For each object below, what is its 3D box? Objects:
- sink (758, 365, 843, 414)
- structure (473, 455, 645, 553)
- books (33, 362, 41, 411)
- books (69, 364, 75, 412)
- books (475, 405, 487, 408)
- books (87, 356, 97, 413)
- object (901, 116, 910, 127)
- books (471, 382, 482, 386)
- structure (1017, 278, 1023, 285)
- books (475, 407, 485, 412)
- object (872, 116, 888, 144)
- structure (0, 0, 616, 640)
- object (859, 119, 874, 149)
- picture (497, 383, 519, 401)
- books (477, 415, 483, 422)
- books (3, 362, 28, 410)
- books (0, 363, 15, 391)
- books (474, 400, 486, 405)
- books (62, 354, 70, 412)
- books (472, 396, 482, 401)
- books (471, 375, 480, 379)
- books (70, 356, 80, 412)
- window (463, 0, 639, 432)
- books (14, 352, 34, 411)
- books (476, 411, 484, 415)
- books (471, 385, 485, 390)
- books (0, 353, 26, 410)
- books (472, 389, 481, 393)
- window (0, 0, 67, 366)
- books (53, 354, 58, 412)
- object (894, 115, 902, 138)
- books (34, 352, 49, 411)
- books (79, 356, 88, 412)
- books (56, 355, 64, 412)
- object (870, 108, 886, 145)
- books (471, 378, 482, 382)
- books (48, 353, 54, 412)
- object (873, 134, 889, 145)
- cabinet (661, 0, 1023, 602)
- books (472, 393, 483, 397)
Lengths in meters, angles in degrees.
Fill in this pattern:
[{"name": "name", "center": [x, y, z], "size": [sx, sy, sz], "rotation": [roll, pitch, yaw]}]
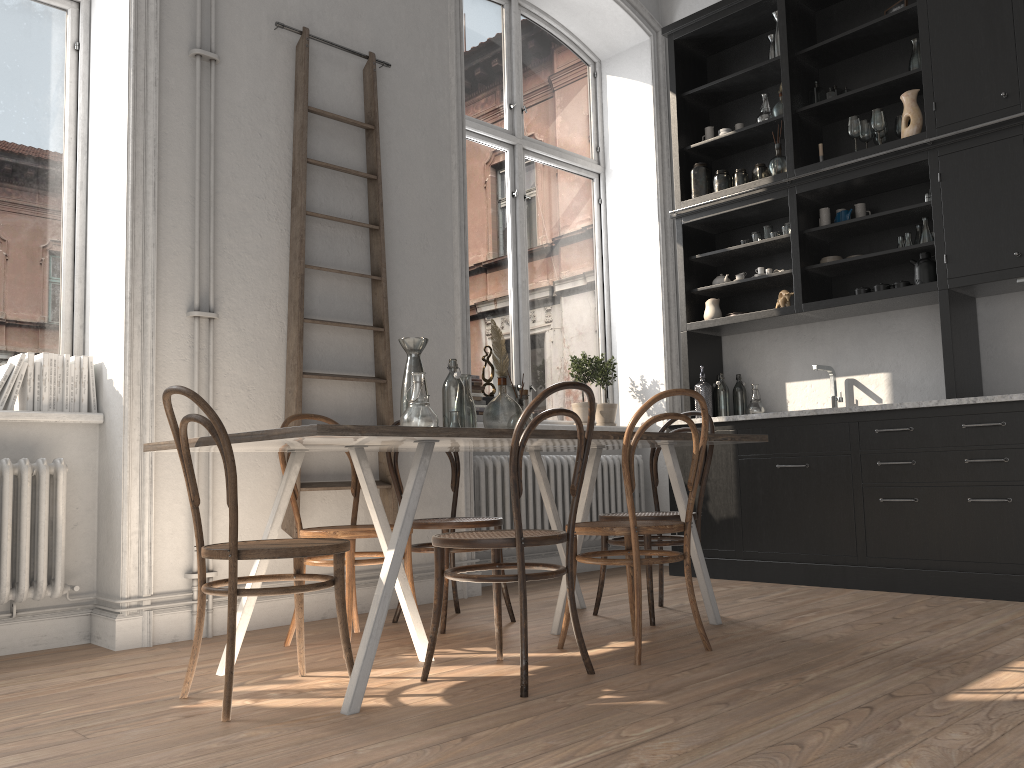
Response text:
[{"name": "sink", "center": [1.764, 0.135, 5.152], "size": [0.514, 0.504, 0.526], "rotation": [4, -8, -44]}, {"name": "structure", "center": [0.293, 0.721, 5.547], "size": [1.578, 0.552, 0.194], "rotation": [4, -8, -44]}, {"name": "books", "center": [-1.977, 0.019, 3.655], "size": [0.020, 0.205, 0.155], "rotation": [4, -8, -44]}, {"name": "books", "center": [-1.884, 0.026, 3.745], "size": [0.020, 0.205, 0.155], "rotation": [4, -8, -44]}, {"name": "books", "center": [-0.306, 0.136, 5.257], "size": [0.255, 0.014, 0.193], "rotation": [4, -8, -41]}, {"name": "books", "center": [-1.827, 0.011, 3.801], "size": [0.040, 0.244, 0.174], "rotation": [4, -8, -44]}, {"name": "object", "center": [2.185, -1.395, 4.914], "size": [0.046, 0.186, 0.046], "rotation": [-3, -6, 18]}, {"name": "books", "center": [-0.315, 0.003, 5.261], "size": [0.231, 0.023, 0.163], "rotation": [2, -7, -28]}, {"name": "structure", "center": [2.895, -0.550, 4.170], "size": [0.379, 0.123, 0.844], "rotation": [4, -8, -44]}, {"name": "books", "center": [-0.302, 0.153, 5.238], "size": [0.249, 0.023, 0.175], "rotation": [4, -8, -43]}, {"name": "object", "center": [2.084, -1.401, 5.011], "size": [0.083, 0.221, 0.083], "rotation": [-7, -8, 45]}, {"name": "structure", "center": [-1.026, -1.127, 4.379], "size": [5.183, 4.470, 0.340], "rotation": [4, -8, -44]}, {"name": "object", "center": [2.027, -1.393, 5.070], "size": [0.083, 0.221, 0.083], "rotation": [-6, -7, 38]}, {"name": "picture", "center": [-0.035, 0.134, 5.583], "size": [0.149, 0.264, 0.222], "rotation": [-5, -6, 29]}, {"name": "books", "center": [-0.303, 0.209, 5.232], "size": [0.248, 0.043, 0.192], "rotation": [4, -8, -44]}, {"name": "books", "center": [-2.030, 0.016, 3.604], "size": [0.072, 0.203, 0.155], "rotation": [4, -8, -44]}, {"name": "books", "center": [-2.078, 0.016, 3.561], "size": [0.155, 0.194, 0.105], "rotation": [-7, -8, 45]}, {"name": "books", "center": [-0.309, 0.115, 5.259], "size": [0.193, 0.028, 0.245], "rotation": [-7, -8, 41]}, {"name": "books", "center": [-1.900, 0.006, 3.730], "size": [0.019, 0.243, 0.174], "rotation": [4, -8, -44]}, {"name": "books", "center": [-0.303, 0.091, 5.262], "size": [0.205, 0.022, 0.155], "rotation": [2, -7, -30]}, {"name": "books", "center": [-0.317, -0.038, 5.277], "size": [0.159, 0.024, 0.201], "rotation": [-6, -7, 36]}, {"name": "books", "center": [-1.883, 0.011, 3.777], "size": [0.024, 0.243, 0.175], "rotation": [4, -8, -44]}, {"name": "window", "center": [2.350, -4.885, 12.900], "size": [14.389, 15.922, 26.412], "rotation": [4, -8, -44]}, {"name": "books", "center": [-2.011, 0.001, 3.654], "size": [0.024, 0.243, 0.175], "rotation": [4, -8, -44]}, {"name": "books", "center": [-0.302, 0.176, 5.235], "size": [0.175, 0.023, 0.250], "rotation": [-7, -8, 41]}, {"name": "books", "center": [-0.309, 0.025, 5.265], "size": [0.244, 0.019, 0.174], "rotation": [4, -8, -44]}, {"name": "books", "center": [-2.048, -0.002, 3.587], "size": [0.100, 0.234, 0.174], "rotation": [4, -8, -44]}, {"name": "books", "center": [-0.304, 0.046, 5.266], "size": [0.155, 0.022, 0.205], "rotation": [-7, -8, 41]}, {"name": "window", "center": [-2.598, -1.357, 3.446], "size": [1.623, 2.840, 0.013], "rotation": [4, -8, -44]}, {"name": "books", "center": [-1.943, 0.005, 3.713], "size": [0.019, 0.243, 0.174], "rotation": [4, -8, -44]}, {"name": "object", "center": [2.211, -1.403, 5.018], "size": [0.083, 0.221, 0.083], "rotation": [-7, -8, 45]}, {"name": "books", "center": [-1.955, 0.001, 3.665], "size": [0.024, 0.243, 0.175], "rotation": [4, -8, -44]}, {"name": "books", "center": [-1.851, 0.010, 3.780], "size": [0.024, 0.243, 0.175], "rotation": [4, -8, -44]}, {"name": "books", "center": [-1.931, 0.007, 3.731], "size": [0.024, 0.243, 0.175], "rotation": [4, -8, -44]}, {"name": "object", "center": [2.034, -1.409, 4.918], "size": [0.083, 0.221, 0.083], "rotation": [-2, -5, 2]}, {"name": "books", "center": [-0.306, -0.018, 5.272], "size": [0.205, 0.020, 0.155], "rotation": [4, -8, -44]}, {"name": "books", "center": [-1.945, 0.003, 3.687], "size": [0.019, 0.243, 0.174], "rotation": [4, -8, -44]}, {"name": "object", "center": [2.138, -1.389, 5.135], "size": [0.083, 0.221, 0.083], "rotation": [0, -6, -13]}, {"name": "cabinet", "center": [2.253, -0.738, 4.662], "size": [0.635, 3.580, 3.252], "rotation": [4, -8, -44]}, {"name": "books", "center": [-0.305, 0.068, 5.270], "size": [0.222, 0.024, 0.158], "rotation": [4, -8, -44]}]
